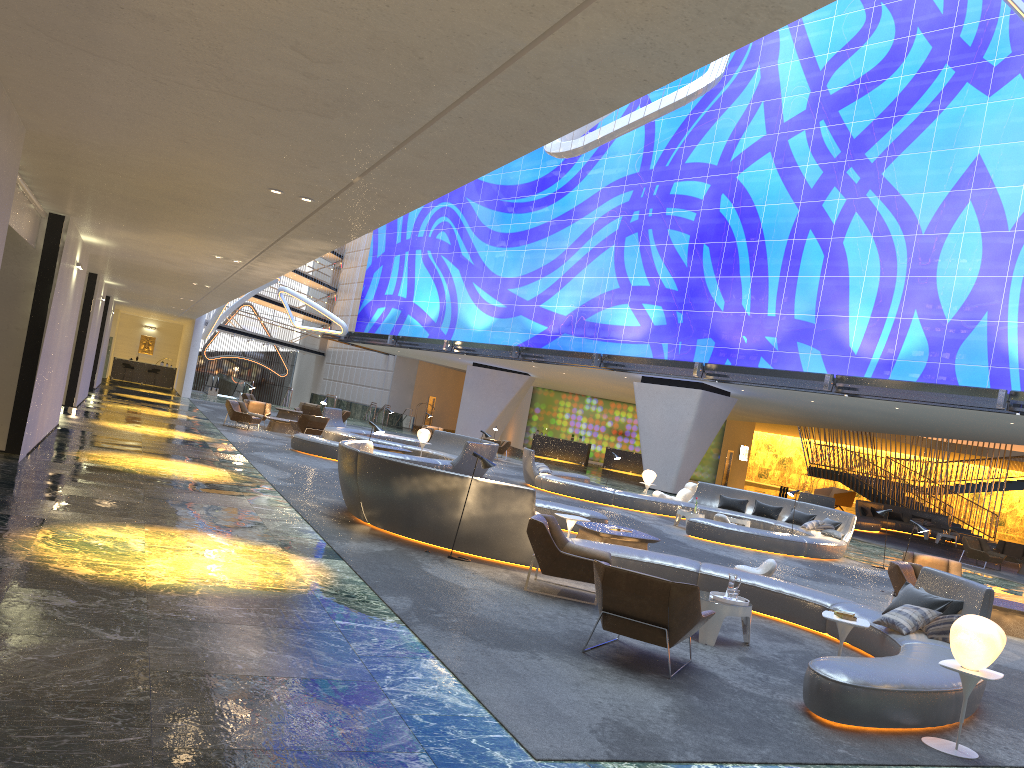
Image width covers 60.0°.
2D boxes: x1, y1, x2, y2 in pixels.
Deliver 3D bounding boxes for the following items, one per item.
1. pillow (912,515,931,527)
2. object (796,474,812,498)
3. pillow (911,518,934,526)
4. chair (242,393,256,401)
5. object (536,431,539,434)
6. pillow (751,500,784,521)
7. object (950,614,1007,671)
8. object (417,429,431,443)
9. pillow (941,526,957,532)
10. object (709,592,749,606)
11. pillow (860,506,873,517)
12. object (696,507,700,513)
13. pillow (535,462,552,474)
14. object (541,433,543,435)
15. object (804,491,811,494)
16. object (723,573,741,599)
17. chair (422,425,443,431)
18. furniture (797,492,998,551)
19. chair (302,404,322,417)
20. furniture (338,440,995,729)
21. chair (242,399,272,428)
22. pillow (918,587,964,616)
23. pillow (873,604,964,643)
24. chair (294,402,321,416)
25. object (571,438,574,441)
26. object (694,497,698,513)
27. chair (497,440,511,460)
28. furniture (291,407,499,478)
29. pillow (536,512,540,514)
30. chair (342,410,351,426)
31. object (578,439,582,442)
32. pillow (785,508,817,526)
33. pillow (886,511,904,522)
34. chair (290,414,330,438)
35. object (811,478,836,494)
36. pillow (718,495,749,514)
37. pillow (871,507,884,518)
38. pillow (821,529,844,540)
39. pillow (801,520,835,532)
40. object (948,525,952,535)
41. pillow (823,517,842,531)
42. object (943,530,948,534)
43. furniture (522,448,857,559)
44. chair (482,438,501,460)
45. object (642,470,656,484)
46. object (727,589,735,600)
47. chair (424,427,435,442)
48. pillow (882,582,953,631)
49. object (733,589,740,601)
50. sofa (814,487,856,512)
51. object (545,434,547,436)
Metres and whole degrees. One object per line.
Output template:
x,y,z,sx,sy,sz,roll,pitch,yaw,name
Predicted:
16.661,5.572,36.100,0.773,0.366,0.318,10,-1,18,pillow
16.080,5.683,48.722,0.475,1.664,1.208,10,-1,32,object
16.549,5.590,35.934,0.880,0.262,0.691,12,-2,-33,pillow
-10.194,0.824,35.113,0.938,0.766,0.930,10,-1,2,chair
1.337,2.553,46.462,0.149,0.149,0.149,10,-1,11,object
6.430,3.192,22.381,0.757,0.417,0.282,9,-1,35,pillow
3.322,1.855,6.341,0.368,0.387,0.317,11,-1,-41,object
-2.474,1.442,24.809,0.367,0.387,0.317,11,-1,-16,object
17.473,5.807,35.431,0.446,0.207,0.442,12,-2,-37,pillow
2.122,2.097,8.656,0.382,0.038,0.380,12,-2,-31,object
14.152,5.099,35.348,0.771,0.369,0.294,12,-2,-44,pillow
4.167,2.835,19.893,0.071,0.118,0.151,11,-1,-13,object
0.784,2.264,23.973,0.693,0.262,0.876,11,-2,-14,pillow
1.571,2.614,46.412,0.107,0.108,0.111,10,-1,11,object
11.505,4.360,34.539,0.318,0.387,0.366,11,-1,-16,object
2.158,1.993,8.707,0.131,0.252,0.103,11,-1,-40,object
-3.287,2.150,36.696,0.931,0.766,0.937,11,-1,-17,chair
13.635,5.021,33.809,9.933,0.969,5.185,11,-2,-6,furniture
-7.739,1.259,34.661,0.927,0.766,0.941,10,-1,29,chair
0.967,1.876,11.028,5.198,0.969,9.906,11,-2,-26,furniture
-8.226,0.946,28.435,0.931,0.766,0.937,11,-1,-17,chair
4.313,2.338,9.187,0.295,0.368,0.768,11,-2,-10,pillow
4.052,2.341,8.724,0.872,0.280,0.686,10,-2,14,pillow
-8.652,1.192,37.461,0.929,0.766,0.939,10,-1,4,chair
3.138,2.870,46.018,0.150,0.145,0.150,10,-1,10,object
4.112,2.699,19.761,0.076,0.356,0.066,10,0,34,object
-0.608,2.616,35.952,0.940,0.766,0.928,11,-1,-15,chair
-3.215,1.630,25.564,5.188,0.969,9.926,11,-2,-6,furniture
0.256,1.701,10.967,0.875,0.262,0.694,9,-2,29,pillow
-7.218,1.423,36.552,0.940,0.766,0.928,11,-1,-21,chair
3.535,2.940,45.955,0.150,0.145,0.150,10,-1,10,object
7.070,3.291,21.723,0.316,0.386,0.783,11,-2,-32,pillow
15.650,5.387,36.218,0.785,0.386,0.315,11,-1,-7,pillow
-5.940,1.280,26.021,0.932,0.766,0.936,11,-2,-39,chair
17.126,5.877,48.765,1.206,1.664,0.475,11,0,-13,object
5.659,3.086,22.732,0.767,0.369,0.296,10,-1,21,pillow
14.793,5.214,35.906,0.761,0.417,0.281,11,-1,-30,pillow
7.129,3.341,19.691,0.443,0.207,0.444,10,-2,28,pillow
7.192,3.327,20.766,0.875,0.262,0.694,9,-2,32,pillow
16.147,5.373,32.666,0.077,0.356,0.066,11,0,-31,object
7.392,3.319,20.741,0.317,0.366,0.775,11,-2,-6,pillow
16.040,5.479,32.793,0.151,0.118,0.071,10,-1,12,object
4.043,2.854,22.539,5.200,0.969,9.903,12,-2,-31,furniture
-1.001,2.484,34.282,0.932,0.766,0.936,11,-2,-39,chair
3.841,2.605,24.867,0.368,0.387,0.317,11,-1,-41,object
2.110,2.047,8.559,0.071,0.118,0.071,11,-1,-41,object
-2.931,2.126,34.186,0.937,0.766,0.931,10,-1,10,chair
4.143,2.277,9.074,0.315,0.386,0.784,11,-2,-7,pillow
2.169,2.060,8.613,0.071,0.118,0.071,10,-1,35,object
16.527,5.906,45.609,1.062,1.179,3.419,10,-2,3,sofa
1.760,2.666,46.371,0.072,0.070,0.073,10,-1,11,object
